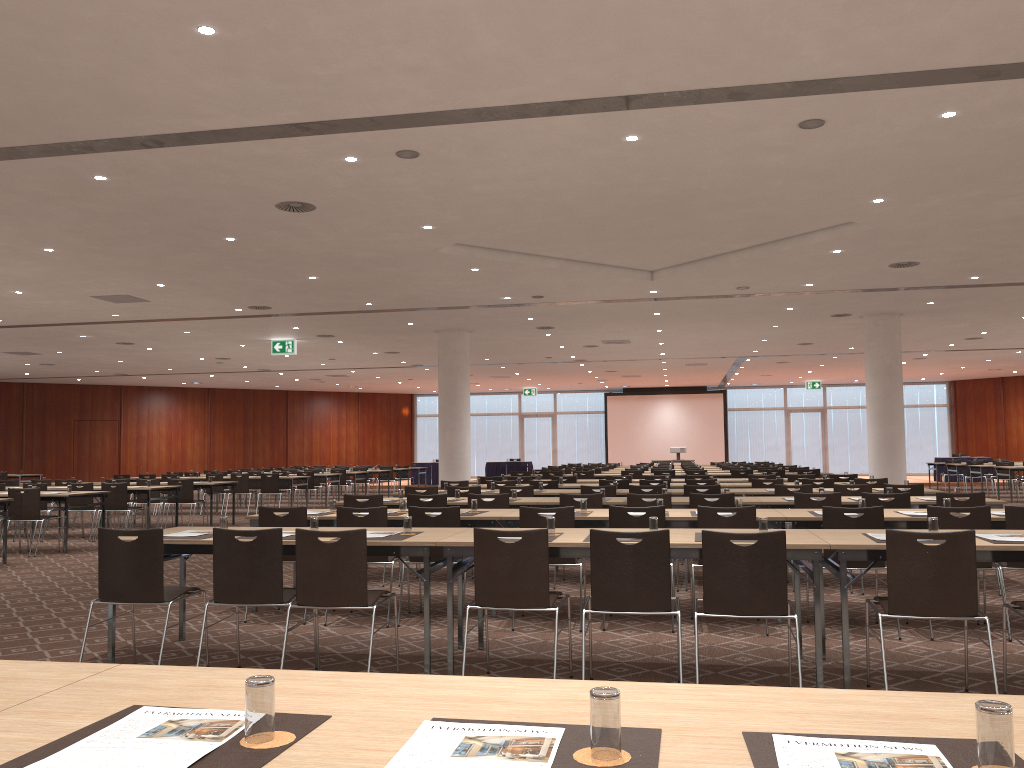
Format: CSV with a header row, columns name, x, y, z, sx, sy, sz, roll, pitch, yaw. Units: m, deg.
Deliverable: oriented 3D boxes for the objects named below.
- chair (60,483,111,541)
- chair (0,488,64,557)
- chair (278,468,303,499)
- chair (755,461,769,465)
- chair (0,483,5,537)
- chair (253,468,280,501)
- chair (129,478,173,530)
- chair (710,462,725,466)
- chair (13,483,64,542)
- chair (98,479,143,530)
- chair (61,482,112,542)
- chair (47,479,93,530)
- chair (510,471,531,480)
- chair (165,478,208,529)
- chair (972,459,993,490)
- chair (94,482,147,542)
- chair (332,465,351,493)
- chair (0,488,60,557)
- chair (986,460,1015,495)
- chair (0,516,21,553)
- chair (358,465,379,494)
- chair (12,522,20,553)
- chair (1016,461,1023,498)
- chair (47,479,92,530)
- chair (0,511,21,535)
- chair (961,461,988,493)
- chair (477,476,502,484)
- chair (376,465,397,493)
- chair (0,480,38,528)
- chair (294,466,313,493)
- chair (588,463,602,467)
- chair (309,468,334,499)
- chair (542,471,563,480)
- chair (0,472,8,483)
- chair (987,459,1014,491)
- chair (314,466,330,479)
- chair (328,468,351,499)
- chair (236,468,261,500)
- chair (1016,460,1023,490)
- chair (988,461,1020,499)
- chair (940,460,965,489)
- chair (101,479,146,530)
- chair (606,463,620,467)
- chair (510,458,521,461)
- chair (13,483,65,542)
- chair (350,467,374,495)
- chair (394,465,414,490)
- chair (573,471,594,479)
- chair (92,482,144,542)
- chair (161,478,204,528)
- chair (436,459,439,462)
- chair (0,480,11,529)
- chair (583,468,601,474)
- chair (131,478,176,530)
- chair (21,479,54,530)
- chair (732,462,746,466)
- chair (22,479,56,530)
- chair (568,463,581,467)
name,x,y,z,sx,sy,sz,roll,pitch,yaw
chair,-6.987,2.084,14.563,0.535,0.939,0.614,-1,-4,8
chair,-6.735,1.926,12.487,0.535,0.939,0.614,-1,-4,10
chair,-6.528,2.941,26.105,0.535,0.939,0.614,-1,-4,7
chair,7.762,2.871,27.509,0.535,0.939,0.614,-2,-4,13
chair,-8.552,2.125,14.850,0.536,0.939,0.614,-2,-4,13
chair,-7.244,2.954,26.154,0.535,0.939,0.614,-2,-4,13
chair,-6.699,2.225,16.496,0.535,0.939,0.614,-1,-4,8
chair,6.431,2.906,27.753,0.535,0.939,0.614,-1,-4,9
chair,-7.732,2.094,14.581,0.535,0.939,0.614,-1,-4,10
chair,-7.349,2.245,16.659,0.535,0.939,0.614,-2,-4,13
chair,-6.982,2.084,14.562,0.535,0.939,0.614,-1,-4,10
chair,-8.319,2.261,16.718,0.535,0.939,0.614,-1,-4,10
chair,0.221,2.311,18.779,0.535,0.939,0.614,-2,-4,12
chair,-5.971,2.200,16.288,0.535,0.939,0.614,-1,-4,10
chair,13.914,2.714,26.416,0.535,0.939,0.614,-1,-4,8
chair,-6.339,2.064,14.401,0.535,0.939,0.614,-2,-4,13
chair,-5.765,3.229,30.084,0.535,0.939,0.614,-1,-4,9
chair,-6.803,1.927,12.499,0.535,0.939,0.614,-2,-4,12
chair,13.491,2.578,24.524,0.535,0.939,0.614,-2,-4,12
chair,-7.346,1.933,12.481,0.535,0.939,0.614,-1,-4,9
chair,-4.832,3.194,29.771,0.535,0.939,0.614,-1,-4,9
chair,-7.353,1.933,12.482,0.535,0.939,0.614,-1,-4,8
chair,13.115,2.426,22.421,0.535,0.939,0.614,-1,-4,11
chair,-8.317,2.261,16.718,0.535,0.939,0.614,-1,-4,7
chair,-8.675,2.128,14.872,0.535,0.939,0.614,-1,-4,10
chair,12.809,2.591,24.589,0.535,0.939,0.614,-2,-4,13
chair,-0.350,2.060,15.332,0.535,0.939,0.614,-1,-4,10
chair,-4.219,3.185,29.741,0.535,0.939,0.614,-2,-4,13
chair,-9.483,2.292,16.932,0.535,0.939,0.614,-2,-4,12
chair,-7.148,3.255,30.195,0.535,0.939,0.614,-1,-4,8
chair,2.686,3.009,28.518,0.535,0.939,0.614,-1,-4,11
chair,-5.596,2.922,25.994,0.535,0.939,0.614,-1,-4,11
chair,0.884,2.297,18.700,0.535,0.939,0.614,-1,-4,11
chair,-14.697,3.011,25.699,0.535,0.939,0.614,-1,-4,11
chair,14.501,2.704,26.369,0.535,0.939,0.614,-2,-4,12
chair,-6.480,3.243,30.156,0.535,0.939,0.614,-1,-4,9
chair,-4.994,2.901,25.824,0.535,0.939,0.614,-2,-4,12
chair,-7.845,2.980,26.407,0.535,0.939,0.614,-1,-4,8
chair,14.179,2.550,24.256,0.535,0.939,0.614,-1,-4,9
chair,12.558,2.451,22.666,0.535,0.939,0.614,-1,-4,9
chair,13.144,2.728,26.475,0.535,0.939,0.614,-2,-4,13
chair,-7.284,2.243,16.647,0.535,0.939,0.614,-1,-4,9
chair,3.242,2.989,28.338,0.535,0.939,0.614,-1,-4,8
chair,0.085,3.281,33.450,0.535,0.939,0.614,-2,-4,13
chair,-7.741,2.095,14.583,0.535,0.939,0.614,-2,-4,13
chair,-4.333,2.878,25.620,0.535,0.939,0.614,-2,-4,12
chair,-3.595,3.162,29.544,0.535,0.939,0.614,-1,-4,11
chair,1.512,2.275,18.507,0.535,0.939,0.614,-1,-4,11
chair,-6.383,2.065,14.409,0.535,0.939,0.614,-1,-4,10
chair,-6.049,2.203,16.302,0.535,0.939,0.614,-1,-4,8
chair,-2.766,3.355,33.973,0.535,0.939,0.614,-2,-4,13
chair,-9.598,2.295,16.953,0.535,0.939,0.614,-2,-4,13
chair,1.880,2.423,20.547,0.535,0.939,0.614,-1,-4,12
chair,-6.650,2.224,16.487,0.535,0.939,0.614,-1,-4,11
chair,-8.898,2.282,16.899,0.536,0.939,0.614,-1,-4,10
chair,7.087,2.895,27.711,0.535,0.939,0.614,-1,-4,9
chair,-8.866,2.281,16.893,0.535,0.939,0.614,-1,-4,10
chair,2.044,3.022,28.593,0.535,0.939,0.614,-2,-4,13
